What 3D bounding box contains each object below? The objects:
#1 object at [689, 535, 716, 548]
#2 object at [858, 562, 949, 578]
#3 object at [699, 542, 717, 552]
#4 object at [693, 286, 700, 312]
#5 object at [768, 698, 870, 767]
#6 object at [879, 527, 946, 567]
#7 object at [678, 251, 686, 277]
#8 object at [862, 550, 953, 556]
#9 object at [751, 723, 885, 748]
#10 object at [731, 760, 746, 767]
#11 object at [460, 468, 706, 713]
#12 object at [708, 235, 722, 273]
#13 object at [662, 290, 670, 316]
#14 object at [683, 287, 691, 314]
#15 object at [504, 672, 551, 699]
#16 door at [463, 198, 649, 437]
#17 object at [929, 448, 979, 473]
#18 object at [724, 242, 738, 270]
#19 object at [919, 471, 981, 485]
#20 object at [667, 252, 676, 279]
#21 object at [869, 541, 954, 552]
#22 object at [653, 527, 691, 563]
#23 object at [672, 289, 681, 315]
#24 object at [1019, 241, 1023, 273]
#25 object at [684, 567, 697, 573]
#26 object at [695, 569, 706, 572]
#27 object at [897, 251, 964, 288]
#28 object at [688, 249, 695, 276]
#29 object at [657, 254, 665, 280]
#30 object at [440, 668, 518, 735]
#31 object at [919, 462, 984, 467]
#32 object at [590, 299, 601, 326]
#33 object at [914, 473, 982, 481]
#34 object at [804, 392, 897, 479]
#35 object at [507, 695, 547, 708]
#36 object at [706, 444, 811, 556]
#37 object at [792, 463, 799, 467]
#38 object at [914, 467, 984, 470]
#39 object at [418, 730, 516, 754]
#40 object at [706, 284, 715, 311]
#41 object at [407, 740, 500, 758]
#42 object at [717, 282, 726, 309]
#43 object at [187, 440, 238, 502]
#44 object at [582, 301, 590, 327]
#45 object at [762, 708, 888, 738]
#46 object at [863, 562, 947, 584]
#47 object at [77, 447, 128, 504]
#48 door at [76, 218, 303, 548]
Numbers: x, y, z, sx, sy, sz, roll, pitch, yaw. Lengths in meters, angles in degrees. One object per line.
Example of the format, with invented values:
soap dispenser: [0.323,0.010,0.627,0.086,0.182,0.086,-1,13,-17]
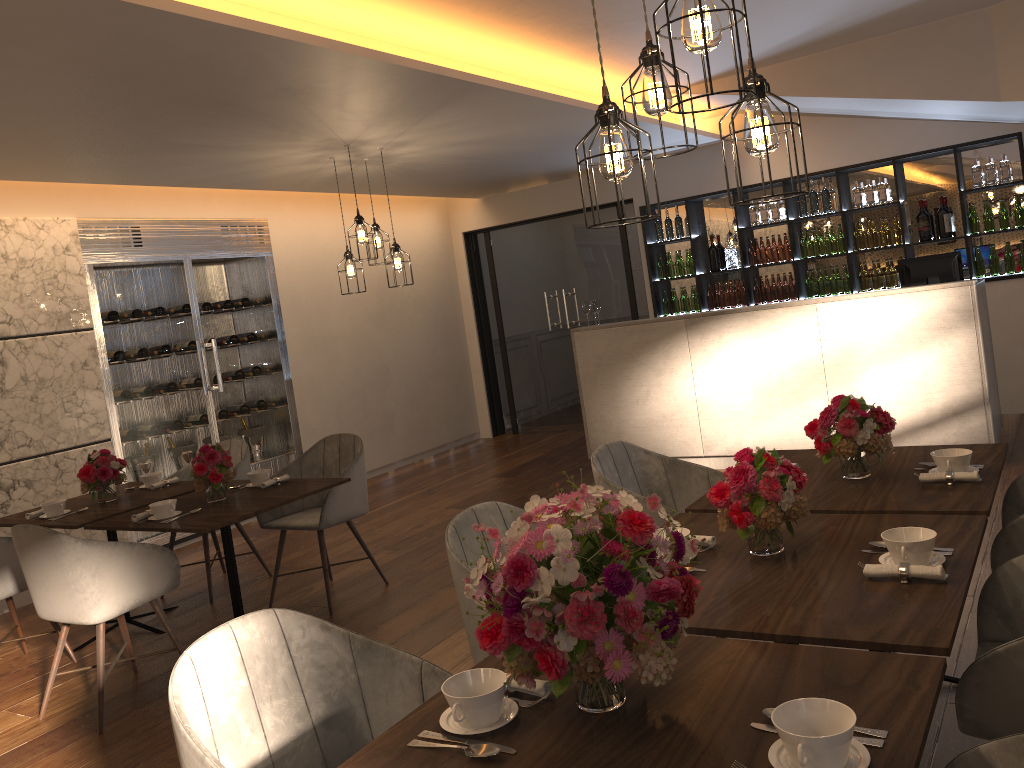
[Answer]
object: [0.494,0.445,2.525,0.175,0.039,0.056,-5,5,33]
object: [0.912,0.433,2.068,0.192,0.024,0.025,-5,5,33]
object: [0.485,0.456,2.491,0.192,0.024,0.025,-5,5,33]
object: [1.805,-0.832,8.643,0.065,0.261,0.066,-8,2,12]
object: [0.462,0.541,1.346,0.148,0.072,0.148,-9,5,-14]
object: [0.958,0.397,2.129,0.148,0.072,0.148,-9,5,-14]
object: [1.661,-1.182,8.691,0.065,0.261,0.066,-8,2,12]
object: [0.983,0.421,2.210,0.210,0.004,0.022,-5,6,33]
object: [0.487,0.565,1.427,0.210,0.004,0.022,-5,6,33]
object: [0.416,0.577,1.285,0.192,0.024,0.025,-5,5,33]
object: [0.135,0.382,1.643,0.418,0.424,0.407,-7,4,21]
object: [1.939,-1.255,8.510,0.104,0.359,0.104,-8,2,5]
object: [1.529,-0.809,8.823,0.065,0.261,0.066,-8,2,12]
object: [1.713,-0.824,8.703,0.065,0.261,0.066,-8,2,12]
object: [-0.002,0.589,1.741,0.175,0.039,0.056,-5,5,33]
door: [0.570,-0.640,9.509,2.100,2.329,0.275,-6,3,33]
object: [1.435,0.259,2.882,0.148,0.072,0.148,-9,5,-14]
object: [2.080,-1.226,8.416,0.108,0.281,0.108,-9,2,-11]
object: [1.377,0.293,2.787,0.175,0.039,0.056,-5,5,33]
object: [1.569,-1.175,8.751,0.065,0.261,0.066,-8,2,12]
object: [1.006,0.409,2.236,0.196,0.015,0.043,-5,6,29]
object: [0.431,0.446,2.428,0.148,0.072,0.148,-9,5,-14]
object: [1.621,-0.816,8.763,0.065,0.261,0.066,-8,2,12]
object: [4.128,-1.030,7.138,0.065,0.261,0.066,-8,2,12]
object: [0.391,0.490,2.324,0.196,0.015,0.043,-5,6,29]
object: [0.417,0.490,2.350,0.210,0.004,0.022,-5,6,33]
object: [2.882,-0.719,6.069,0.408,0.328,0.130,-8,2,10]
object: [1.754,-1.190,8.631,0.065,0.261,0.066,-8,2,12]
object: [1.477,-1.167,8.811,0.065,0.261,0.066,-8,2,12]
object: [-0.065,0.590,1.645,0.148,0.072,0.148,-9,5,-14]
object: [1.483,0.271,2.988,0.196,0.015,0.043,-5,6,29]
object: [0.694,-0.589,7.292,0.065,0.207,0.146,-7,3,25]
object: [1.388,0.295,2.821,0.192,0.024,0.025,-5,5,33]
object: [1.154,0.167,3.026,0.305,0.301,0.234,-9,3,-10]
object: [-0.011,0.600,1.707,0.192,0.024,0.025,-5,5,33]
object: [0.660,0.301,2.379,0.307,0.301,0.233,-11,4,-38]
object: [0.970,0.307,3.278,0.175,0.039,0.056,-5,5,33]
object: [1.459,0.283,2.963,0.210,0.004,0.022,-5,6,33]
object: [-0.079,0.634,1.566,0.210,0.004,0.022,-5,6,33]
object: [1.917,-0.842,8.571,0.065,0.261,0.066,-8,2,12]
object: [-0.105,0.634,1.540,0.196,0.015,0.043,-5,6,29]
object: [2.009,-0.850,8.511,0.065,0.261,0.066,-8,2,12]
object: [-1.485,0.427,4.378,0.234,0.301,0.305,-9,4,-10]
object: [0.620,-0.582,7.334,0.065,0.207,0.065,-7,2,24]
object: [0.511,0.553,1.452,0.196,0.015,0.043,-5,6,29]
object: [0.900,0.431,2.034,0.175,0.039,0.056,-5,5,33]
object: [-2.236,0.491,4.855,0.234,0.301,0.306,-8,4,8]
door: [-2.423,-0.084,7.011,0.134,2.464,1.868,-7,3,33]
